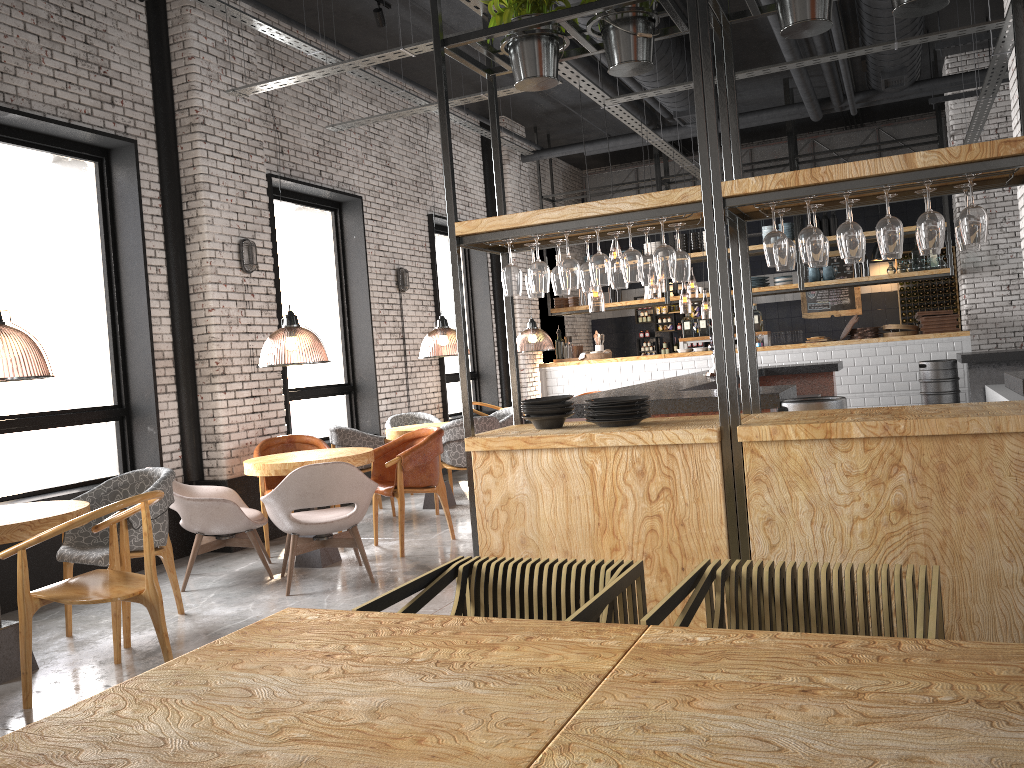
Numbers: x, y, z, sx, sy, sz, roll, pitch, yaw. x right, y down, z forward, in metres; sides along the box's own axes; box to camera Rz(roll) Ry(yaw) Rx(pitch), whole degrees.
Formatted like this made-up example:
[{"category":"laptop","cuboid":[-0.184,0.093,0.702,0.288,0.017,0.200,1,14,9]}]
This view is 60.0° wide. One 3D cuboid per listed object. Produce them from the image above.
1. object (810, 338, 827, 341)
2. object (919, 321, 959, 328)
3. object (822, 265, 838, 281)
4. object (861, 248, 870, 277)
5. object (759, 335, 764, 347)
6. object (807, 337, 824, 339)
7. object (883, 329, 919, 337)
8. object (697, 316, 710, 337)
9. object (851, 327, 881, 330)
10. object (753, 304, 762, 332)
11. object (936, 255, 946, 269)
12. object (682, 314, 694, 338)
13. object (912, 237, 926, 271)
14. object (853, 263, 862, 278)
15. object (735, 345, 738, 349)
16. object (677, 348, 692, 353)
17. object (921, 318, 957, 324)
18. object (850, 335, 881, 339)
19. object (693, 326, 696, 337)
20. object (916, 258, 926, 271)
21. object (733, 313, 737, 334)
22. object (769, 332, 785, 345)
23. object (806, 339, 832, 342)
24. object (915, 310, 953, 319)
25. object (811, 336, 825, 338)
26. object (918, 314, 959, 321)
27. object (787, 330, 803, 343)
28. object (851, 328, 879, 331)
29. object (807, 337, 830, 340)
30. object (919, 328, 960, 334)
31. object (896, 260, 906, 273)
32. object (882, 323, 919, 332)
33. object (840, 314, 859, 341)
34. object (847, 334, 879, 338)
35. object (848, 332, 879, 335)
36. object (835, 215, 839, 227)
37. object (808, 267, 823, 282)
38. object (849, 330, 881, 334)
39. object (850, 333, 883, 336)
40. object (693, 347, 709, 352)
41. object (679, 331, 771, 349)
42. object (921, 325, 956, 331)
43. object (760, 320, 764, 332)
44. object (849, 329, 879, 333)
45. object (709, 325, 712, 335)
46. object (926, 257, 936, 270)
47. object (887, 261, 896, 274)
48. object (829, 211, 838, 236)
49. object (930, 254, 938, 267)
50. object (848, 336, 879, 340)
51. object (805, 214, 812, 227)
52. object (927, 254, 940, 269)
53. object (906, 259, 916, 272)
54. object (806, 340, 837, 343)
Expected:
[{"category":"object","cuboid":[4.199,-0.609,12.126,0.214,0.013,0.521,-4,2,20]},{"category":"object","cuboid":[5.537,-0.772,11.515,0.405,0.044,0.636,-4,2,20]},{"category":"object","cuboid":[4.441,-1.549,12.417,0.166,0.230,0.198,-5,1,-6]},{"category":"object","cuboid":[4.877,-1.700,12.253,0.098,0.471,0.098,-4,0,31]},{"category":"object","cuboid":[3.442,-0.598,12.315,0.122,0.165,0.112,-5,1,-12]},{"category":"object","cuboid":[4.142,-0.628,12.051,0.172,0.010,0.369,-4,2,34]},{"category":"object","cuboid":[5.130,-0.683,11.710,0.437,0.097,0.436,-6,2,-41]},{"category":"object","cuboid":[2.781,-0.891,12.855,0.154,0.404,0.154,-4,0,23]},{"category":"object","cuboid":[4.724,-0.746,11.929,0.458,0.019,0.406,-5,2,-20]},{"category":"object","cuboid":[3.455,-0.937,12.567,0.154,0.404,0.154,-4,0,23]},{"category":"object","cuboid":[5.665,-1.604,11.702,0.118,0.181,0.118,-5,1,-42]},{"category":"object","cuboid":[2.573,-0.877,12.957,0.154,0.404,0.154,-4,0,23]},{"category":"object","cuboid":[5.494,-1.780,11.997,0.156,0.554,0.106,-4,0,28]},{"category":"object","cuboid":[4.779,-1.694,12.296,0.098,0.471,0.098,-4,0,12]},{"category":"object","cuboid":[3.108,-0.520,12.371,0.216,0.060,0.324,-4,2,24]},{"category":"object","cuboid":[2.468,-0.475,12.661,0.216,0.055,0.324,-4,2,24]},{"category":"object","cuboid":[5.533,-0.816,11.515,0.405,0.044,0.636,-4,2,24]},{"category":"object","cuboid":[4.763,-0.635,11.909,0.407,0.019,0.458,-5,1,-4]},{"category":"object","cuboid":[2.642,-0.759,12.842,0.032,0.164,0.080,-5,0,-5]},{"category":"object","cuboid":[5.456,-1.591,11.832,0.118,0.181,0.118,-5,1,0]},{"category":"object","cuboid":[3.226,-0.921,12.663,0.154,0.404,0.154,-4,0,23]},{"category":"object","cuboid":[3.679,-0.637,12.312,0.181,0.168,0.170,-4,1,34]},{"category":"object","cuboid":[4.209,-0.598,12.129,0.276,0.019,0.514,-4,2,29]},{"category":"object","cuboid":[5.454,-0.898,11.478,0.406,0.094,0.637,-4,2,21]},{"category":"object","cuboid":[4.150,-0.637,11.974,0.254,0.011,0.184,-6,2,-45]},{"category":"object","cuboid":[5.530,-0.860,11.515,0.405,0.044,0.636,-4,1,17]},{"category":"object","cuboid":[3.924,-0.657,12.305,0.181,0.168,0.170,-4,1,4]},{"category":"object","cuboid":[4.742,-0.731,11.923,0.407,0.019,0.458,-5,2,-33]},{"category":"object","cuboid":[4.207,-0.623,12.124,0.229,0.016,0.557,-4,2,30]},{"category":"object","cuboid":[5.544,-0.684,11.516,0.405,0.044,0.636,-4,2,19]},{"category":"object","cuboid":[5.232,-1.576,11.926,0.118,0.181,0.118,-5,1,-17]},{"category":"object","cuboid":[5.129,-0.750,11.711,0.440,0.154,0.437,-5,1,-19]},{"category":"object","cuboid":[4.529,-0.758,11.897,0.241,0.338,0.488,-4,1,10]},{"category":"object","cuboid":[4.746,-0.651,11.925,0.407,0.019,0.458,-6,2,-38]},{"category":"object","cuboid":[4.707,-0.680,11.925,0.406,0.019,0.458,-3,2,37]},{"category":"object","cuboid":[4.554,-2.278,12.517,0.098,0.458,0.098,-4,0,1]},{"category":"object","cuboid":[4.284,-1.539,12.500,0.198,0.230,0.166,-4,1,30]},{"category":"object","cuboid":[4.725,-0.697,11.929,0.458,0.019,0.406,-5,2,-24]},{"category":"object","cuboid":[4.738,-0.666,11.928,0.458,0.019,0.407,-5,1,-8]},{"category":"object","cuboid":[2.676,-0.491,12.556,0.216,0.059,0.324,-4,2,24]},{"category":"object","cuboid":[3.074,-0.432,12.754,1.249,0.551,0.315,-4,1,24]},{"category":"object","cuboid":[5.540,-0.728,11.515,0.405,0.044,0.636,-4,2,26]},{"category":"object","cuboid":[3.516,-0.818,12.453,0.061,0.164,0.034,-5,0,-33]},{"category":"object","cuboid":[4.748,-0.715,11.920,0.407,0.019,0.458,-5,2,-24]},{"category":"object","cuboid":[2.866,-0.775,12.761,0.077,0.164,0.039,-5,0,-22]},{"category":"object","cuboid":[5.574,-1.600,11.799,0.118,0.181,0.118,-4,1,7]},{"category":"object","cuboid":[5.128,-1.569,11.992,0.118,0.181,0.118,-5,1,-12]},{"category":"object","cuboid":[4.446,-2.263,12.270,0.098,0.458,0.098,-4,0,1]},{"category":"object","cuboid":[5.669,-1.794,11.930,0.140,0.550,0.097,-4,0,28]},{"category":"object","cuboid":[4.752,-0.619,11.923,0.407,0.019,0.458,-5,2,-31]},{"category":"object","cuboid":[4.147,-2.243,12.402,0.098,0.458,0.098,-5,0,-44]},{"category":"object","cuboid":[5.678,-1.719,11.935,0.156,0.405,0.106,-4,0,28]},{"category":"object","cuboid":[5.340,-1.583,11.868,0.118,0.181,0.118,-5,1,-33]},{"category":"object","cuboid":[4.233,-0.581,12.069,0.458,0.019,0.406,-5,2,-25]}]
